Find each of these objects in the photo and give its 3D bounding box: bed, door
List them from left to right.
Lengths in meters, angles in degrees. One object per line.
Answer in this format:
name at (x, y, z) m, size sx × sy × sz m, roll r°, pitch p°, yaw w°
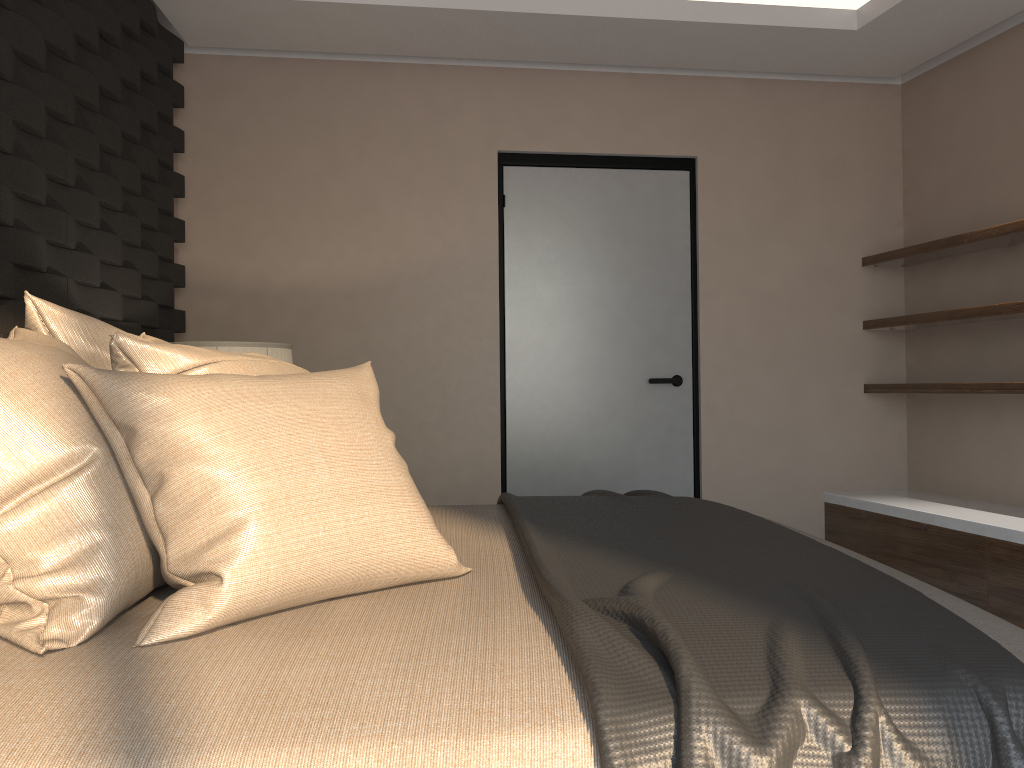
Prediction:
bed at (-0.133, 0.633, 1.816) m, size 2.330 × 0.624 × 2.257 m, roll -1°, pitch 0°, yaw -6°
door at (0.440, -0.095, 4.409) m, size 1.016 × 2.093 × 0.151 m, roll 0°, pitch -1°, yaw -8°

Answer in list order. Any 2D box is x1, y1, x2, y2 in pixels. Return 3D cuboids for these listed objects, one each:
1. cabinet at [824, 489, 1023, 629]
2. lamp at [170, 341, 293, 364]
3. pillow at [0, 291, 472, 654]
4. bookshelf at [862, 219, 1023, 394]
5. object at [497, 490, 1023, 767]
cabinet at (2.322, 0.719, 2.414) m, size 0.464 × 0.370 × 4.428 m, roll -1°, pitch 0°, yaw -13°
lamp at (-1.015, 0.174, 3.155) m, size 0.491 × 0.631 × 0.440 m, roll 0°, pitch -1°, yaw -44°
pillow at (-0.530, 0.080, 1.719) m, size 0.911 × 0.518 × 1.243 m, roll -1°, pitch 0°, yaw -4°
bookshelf at (2.426, -0.068, 2.442) m, size 0.238 × 1.203 × 4.390 m, roll 0°, pitch 0°, yaw -13°
object at (0.321, 0.450, 1.894) m, size 0.628 × 0.322 × 2.021 m, roll -1°, pitch 0°, yaw -4°
